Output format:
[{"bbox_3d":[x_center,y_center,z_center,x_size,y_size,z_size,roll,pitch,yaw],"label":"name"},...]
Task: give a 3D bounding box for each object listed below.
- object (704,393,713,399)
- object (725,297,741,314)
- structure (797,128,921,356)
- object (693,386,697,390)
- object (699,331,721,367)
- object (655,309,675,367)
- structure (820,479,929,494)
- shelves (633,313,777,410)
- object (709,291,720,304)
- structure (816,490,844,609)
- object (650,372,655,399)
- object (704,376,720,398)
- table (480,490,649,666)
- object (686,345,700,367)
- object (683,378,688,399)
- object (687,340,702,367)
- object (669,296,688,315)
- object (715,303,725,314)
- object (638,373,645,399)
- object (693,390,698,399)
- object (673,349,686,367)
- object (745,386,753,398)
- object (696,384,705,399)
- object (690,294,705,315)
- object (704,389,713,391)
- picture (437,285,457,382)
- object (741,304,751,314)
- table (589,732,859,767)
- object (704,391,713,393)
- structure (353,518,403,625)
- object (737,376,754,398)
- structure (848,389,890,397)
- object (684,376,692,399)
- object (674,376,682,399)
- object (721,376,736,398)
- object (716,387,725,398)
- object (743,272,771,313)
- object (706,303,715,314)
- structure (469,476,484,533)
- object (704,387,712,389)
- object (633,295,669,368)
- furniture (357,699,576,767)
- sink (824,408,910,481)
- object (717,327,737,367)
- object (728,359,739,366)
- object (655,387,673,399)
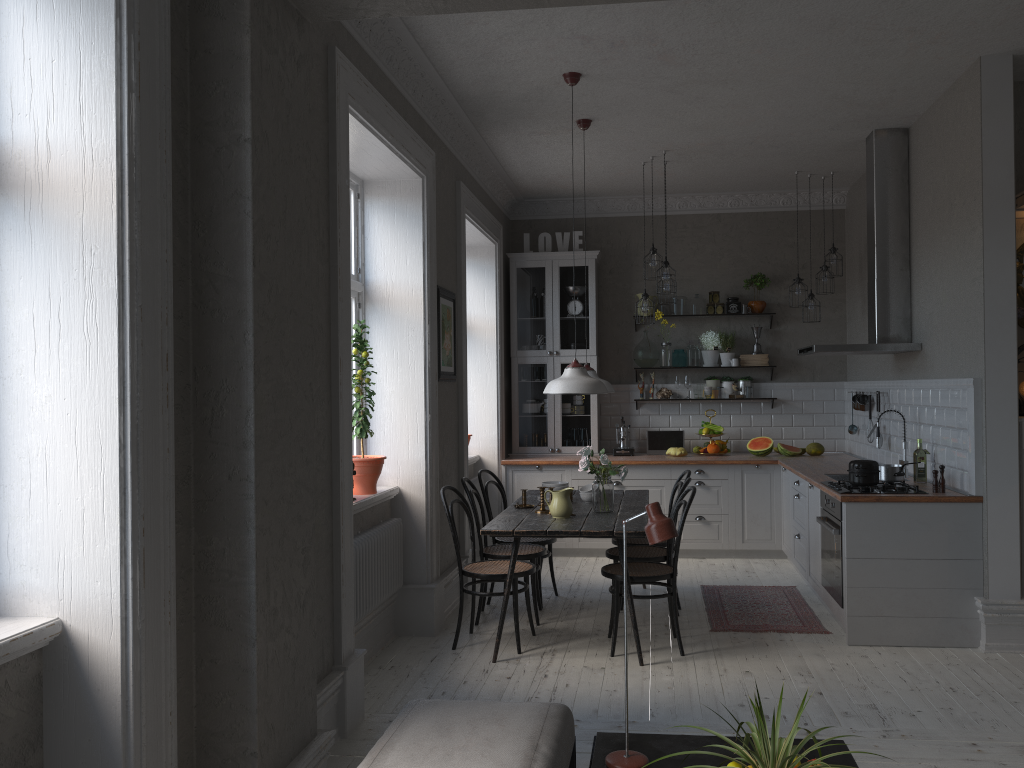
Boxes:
[{"bbox_3d":[1.835,0.110,8.276,0.077,0.051,0.077,-1,0,1],"label":"object"},{"bbox_3d":[2.086,-0.733,8.364,0.141,0.174,0.143,-1,0,8],"label":"object"},{"bbox_3d":[2.483,-1.019,6.428,0.709,1.595,0.716,-1,0,8],"label":"structure"},{"bbox_3d":[1.756,0.063,8.405,0.076,0.083,0.079,-1,0,25],"label":"object"},{"bbox_3d":[1.897,-0.338,8.394,0.241,0.354,0.238,-1,0,26],"label":"object"},{"bbox_3d":[1.427,-0.426,8.304,0.192,0.540,0.280,-1,0,0],"label":"object"},{"bbox_3d":[2.190,0.618,5.399,0.493,0.031,0.609,-1,0,8],"label":"structure"},{"bbox_3d":[1.813,-0.188,8.373,1.310,0.923,0.230,-1,0,7],"label":"shelves"},{"bbox_3d":[1.901,-0.812,8.326,0.083,0.113,0.082,-1,0,-12],"label":"object"},{"bbox_3d":[2.220,0.982,5.389,0.615,0.623,0.625,-1,0,8],"label":"structure"},{"bbox_3d":[1.338,0.014,8.424,0.052,0.264,0.063,-1,0,44],"label":"object"},{"bbox_3d":[1.890,0.027,8.398,0.158,0.217,0.154,-1,0,-12],"label":"object"},{"bbox_3d":[0.426,1.150,5.672,0.900,0.735,1.930,-1,0,9],"label":"table"},{"bbox_3d":[1.699,-0.261,8.326,0.122,0.206,0.127,-1,0,30],"label":"object"},{"bbox_3d":[1.662,0.031,8.398,0.082,0.217,0.081,-1,0,-6],"label":"object"},{"bbox_3d":[1.746,-0.289,8.473,0.130,0.264,0.132,-1,0,13],"label":"object"},{"bbox_3d":[1.576,-0.731,8.384,0.176,0.184,0.168,0,0,-43],"label":"object"},{"bbox_3d":[1.957,-0.701,8.328,0.082,0.113,0.084,-1,0,18],"label":"object"},{"bbox_3d":[1.236,0.015,8.452,0.054,0.264,0.060,-1,0,-21],"label":"object"},{"bbox_3d":[1.756,0.096,8.405,0.076,0.083,0.079,-1,0,25],"label":"object"},{"bbox_3d":[1.591,-0.242,8.429,0.125,0.172,0.127,-1,0,11],"label":"object"},{"bbox_3d":[2.211,0.077,8.262,0.078,0.108,0.078,-1,0,1],"label":"object"},{"bbox_3d":[1.774,0.068,8.327,0.080,0.139,0.078,-1,0,-20],"label":"object"},{"bbox_3d":[1.768,-0.750,8.457,0.143,0.220,0.137,0,0,-33],"label":"object"},{"bbox_3d":[1.835,0.076,8.276,0.076,0.051,0.078,-1,0,27],"label":"object"},{"bbox_3d":[-0.436,-0.324,5.933,0.020,0.619,0.524,-1,0,9],"label":"picture"},{"bbox_3d":[2.181,-0.696,8.253,0.093,0.096,0.075,-1,0,8],"label":"object"},{"bbox_3d":[0.604,1.349,2.382,0.845,0.303,1.317,-1,0,8],"label":"table"},{"bbox_3d":[1.835,0.093,8.276,0.077,0.051,0.077,-1,0,1],"label":"object"},{"bbox_3d":[-0.788,1.005,4.696,0.148,0.428,1.228,-1,0,7],"label":"structure"},{"bbox_3d":[2.210,0.028,8.377,0.158,0.213,0.153,-1,0,5],"label":"object"},{"bbox_3d":[2.906,0.071,7.247,0.094,0.053,1.091,-1,0,9],"label":"structure"},{"bbox_3d":[1.651,0.030,8.308,0.082,0.217,0.081,-1,0,-6],"label":"object"},{"bbox_3d":[1.577,0.032,8.412,0.082,0.217,0.081,-1,0,-6],"label":"object"},{"bbox_3d":[2.045,0.029,8.388,0.170,0.214,0.150,-1,0,37],"label":"object"},{"bbox_3d":[1.958,0.080,8.317,0.078,0.108,0.078,-1,0,1],"label":"object"},{"bbox_3d":[2.308,-0.847,8.291,0.256,0.397,0.245,-1,0,32],"label":"object"},{"bbox_3d":[1.871,-0.700,8.342,0.082,0.113,0.083,-1,0,8],"label":"object"},{"bbox_3d":[-0.389,1.015,7.214,0.148,0.428,1.228,-1,0,7],"label":"structure"},{"bbox_3d":[1.835,0.050,8.276,0.077,0.051,0.077,-1,0,-6],"label":"object"},{"bbox_3d":[1.261,-0.492,8.368,0.339,0.674,0.332,-1,0,-24],"label":"object"},{"bbox_3d":[-0.138,1.261,2.597,0.580,0.476,0.832,-1,0,8],"label":"furniture"},{"bbox_3d":[2.432,0.527,6.025,0.525,0.720,0.488,-1,0,8],"label":"sink"},{"bbox_3d":[2.020,-0.352,8.327,0.187,0.380,0.166,0,0,-31],"label":"object"},{"bbox_3d":[2.078,-0.200,8.256,0.104,0.071,0.064,-1,0,38],"label":"object"},{"bbox_3d":[1.437,0.088,8.387,0.179,0.111,0.095,-1,0,-15],"label":"object"}]
